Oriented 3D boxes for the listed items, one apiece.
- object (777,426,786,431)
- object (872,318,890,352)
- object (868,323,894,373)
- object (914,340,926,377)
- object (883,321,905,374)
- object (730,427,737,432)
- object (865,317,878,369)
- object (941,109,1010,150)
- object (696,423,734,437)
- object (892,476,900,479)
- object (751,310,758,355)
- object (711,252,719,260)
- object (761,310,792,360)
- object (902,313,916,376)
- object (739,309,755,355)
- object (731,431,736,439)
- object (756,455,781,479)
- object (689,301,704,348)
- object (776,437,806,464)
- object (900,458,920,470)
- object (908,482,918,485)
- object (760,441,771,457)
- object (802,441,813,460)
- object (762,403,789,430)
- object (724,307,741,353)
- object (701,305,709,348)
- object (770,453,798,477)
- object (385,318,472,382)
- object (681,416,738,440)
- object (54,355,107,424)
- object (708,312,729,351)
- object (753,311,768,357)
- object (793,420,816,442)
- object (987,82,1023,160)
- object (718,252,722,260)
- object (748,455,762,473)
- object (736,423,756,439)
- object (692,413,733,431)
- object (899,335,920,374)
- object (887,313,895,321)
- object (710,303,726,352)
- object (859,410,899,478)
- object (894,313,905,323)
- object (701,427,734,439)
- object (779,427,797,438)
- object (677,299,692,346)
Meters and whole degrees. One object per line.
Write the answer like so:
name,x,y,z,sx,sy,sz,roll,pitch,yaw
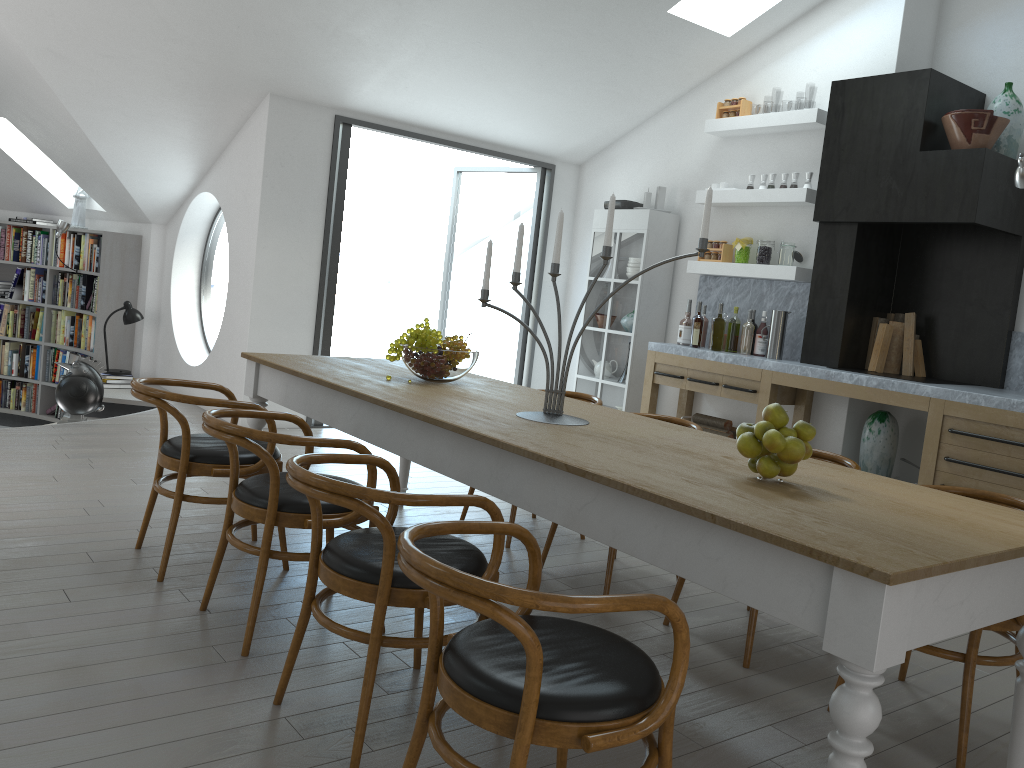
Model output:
object,0.738,0.133,2.495,0.072,0.071,0.066,8,6,21
object,2.471,-0.260,5.960,0.131,0.366,0.068,4,5,-24
object,2.443,-0.235,5.871,0.081,0.335,0.148,10,6,42
object,2.704,-0.169,5.901,0.057,0.251,0.114,3,6,-35
object,2.548,-0.235,5.930,0.130,0.366,0.072,5,5,-19
object,1.609,0.347,6.597,0.071,0.072,0.424,2,7,-40
object,2.448,-0.274,6.013,0.074,0.358,0.057,4,5,-23
object,2.759,-1.489,5.317,0.366,0.236,0.349,4,6,-20
object,1.451,0.351,6.507,0.101,0.086,0.363,2,7,-40
object,2.328,0.631,5.710,0.264,0.052,0.508,10,7,29
object,1.742,-0.376,6.456,0.085,0.330,0.085,4,5,-29
object,1.558,-0.978,6.800,0.058,0.075,0.059,5,5,-15
object,1.843,-0.345,6.201,0.114,0.339,0.165,3,6,-35
object,2.639,-0.260,5.863,0.078,0.426,0.148,6,5,-3
object,1.687,-0.368,6.342,0.085,0.330,0.085,4,5,-29
object,1.535,0.367,6.565,0.115,0.079,0.436,2,8,-40
object,0.695,0.225,2.402,0.063,0.063,0.064,4,6,-27
object,1.380,-0.436,6.594,0.093,0.358,0.092,6,4,-4
object,0.748,0.178,2.380,0.077,0.076,0.076,8,6,19
object,2.754,0.634,5.784,0.268,0.197,0.457,6,6,-4
object,2.509,0.671,5.463,0.308,0.133,0.182,5,6,-13
object,0.711,0.183,2.510,0.059,0.056,0.060,1,7,-43
object,0.791,0.181,2.414,0.053,0.053,0.051,11,7,43
object,0.727,0.089,2.445,0.072,0.074,0.073,2,7,-38
object,1.617,-0.395,6.466,0.092,0.338,0.092,5,5,-20
object,1.457,-0.440,6.781,0.085,0.330,0.085,4,5,-29
object,0.750,0.219,2.452,0.078,0.074,0.080,7,5,7
object,-0.352,-0.152,3.934,0.292,0.283,0.394,8,6,16
object,1.510,0.395,6.504,0.429,0.231,0.529,2,8,-40
object,-3.301,0.056,6.762,0.321,0.561,0.320,9,5,25
object,1.575,-0.393,6.632,0.183,0.285,0.185,5,5,-14
object,1.795,-0.360,6.363,0.081,0.329,0.081,6,5,-11
object,0.803,0.131,2.436,0.062,0.059,0.062,2,7,-37
object,3.043,-1.611,5.494,0.231,0.502,0.231,7,5,3
object,1.598,-0.967,6.747,0.058,0.075,0.059,5,5,-15
object,0.684,0.224,2.472,0.049,0.050,0.051,3,6,-34
object,0.665,0.143,2.485,0.071,0.063,0.072,1,7,-44
object,1.481,0.290,6.566,0.104,0.102,0.293,2,7,-40
object,2.671,-0.190,5.976,0.105,0.295,0.110,9,5,27
object,2.584,-0.274,6.104,0.088,0.424,0.068,4,5,-23
object,1.501,-0.409,6.440,0.093,0.358,0.092,7,5,6
object,2.452,0.426,5.928,0.231,0.497,0.231,7,5,3
object,2.619,-0.251,6.043,0.110,0.457,0.090,3,6,-38
object,1.405,0.369,6.439,0.092,0.093,0.438,2,7,-40
object,0.752,0.142,2.422,0.053,0.050,0.053,9,6,23
object,1.340,-0.469,6.786,0.085,0.359,0.089,5,5,-16
